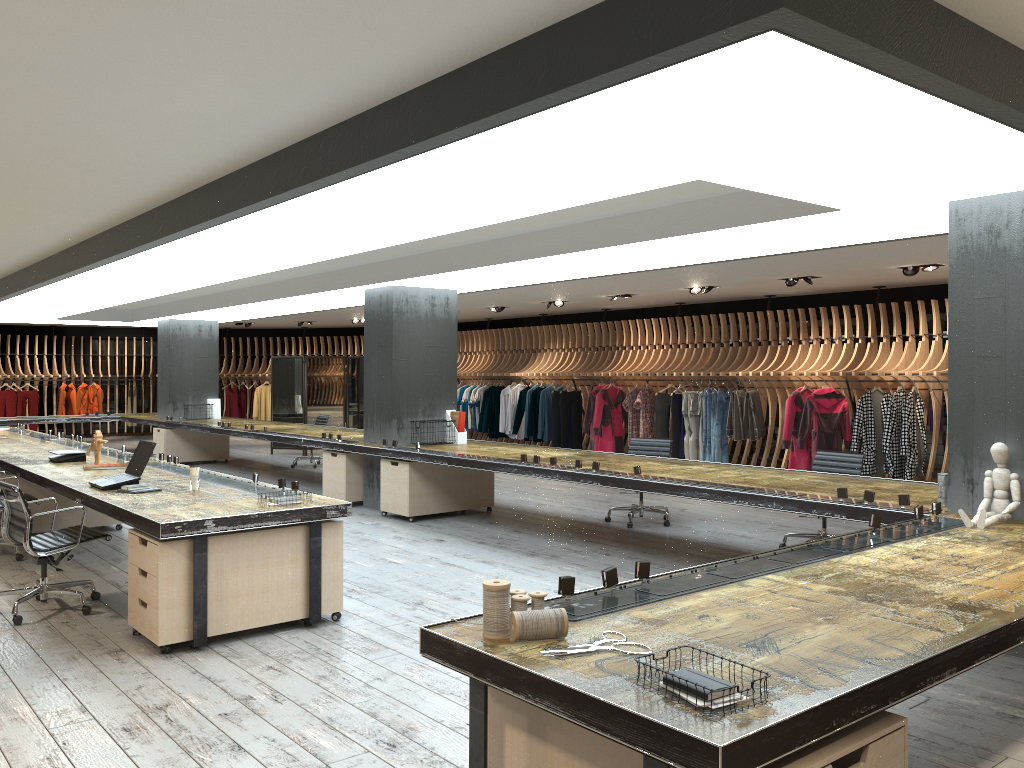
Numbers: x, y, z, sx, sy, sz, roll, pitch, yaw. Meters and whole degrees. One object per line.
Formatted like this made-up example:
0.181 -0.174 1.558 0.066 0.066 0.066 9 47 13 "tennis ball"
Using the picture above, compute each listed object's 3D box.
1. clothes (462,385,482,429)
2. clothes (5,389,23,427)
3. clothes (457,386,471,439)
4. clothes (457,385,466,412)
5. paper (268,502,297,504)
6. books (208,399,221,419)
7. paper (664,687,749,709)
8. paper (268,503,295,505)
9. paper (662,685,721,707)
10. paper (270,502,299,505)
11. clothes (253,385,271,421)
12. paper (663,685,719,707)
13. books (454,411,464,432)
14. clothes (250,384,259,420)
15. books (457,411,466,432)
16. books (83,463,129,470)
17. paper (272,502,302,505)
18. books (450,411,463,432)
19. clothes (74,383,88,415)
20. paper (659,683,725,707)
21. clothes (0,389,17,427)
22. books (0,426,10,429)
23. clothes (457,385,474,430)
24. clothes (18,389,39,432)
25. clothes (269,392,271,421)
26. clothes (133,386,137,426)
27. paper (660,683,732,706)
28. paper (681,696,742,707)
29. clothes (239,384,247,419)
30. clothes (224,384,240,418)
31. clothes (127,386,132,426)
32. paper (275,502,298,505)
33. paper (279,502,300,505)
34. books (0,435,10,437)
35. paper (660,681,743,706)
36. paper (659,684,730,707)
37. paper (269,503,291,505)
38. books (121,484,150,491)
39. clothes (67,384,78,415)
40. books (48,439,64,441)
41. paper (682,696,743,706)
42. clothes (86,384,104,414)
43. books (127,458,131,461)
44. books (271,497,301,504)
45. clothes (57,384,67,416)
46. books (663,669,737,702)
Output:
-0.723 0.399 18.674 0.743 0.931 0.158 0 0 -35 "clothes"
-11.552 0.604 20.558 0.551 1.338 0.093 0 0 21 "clothes"
-1.102 0.654 19.127 0.204 1.434 0.677 0 0 35 "clothes"
-0.875 0.395 18.861 0.743 0.931 0.158 0 0 -15 "clothes"
-1.403 0.698 5.500 0.176 0.004 0.130 0 1 -33 "paper"
-5.383 0.339 16.069 0.215 0.368 0.073 0 0 -39 "books"
0.489 0.764 2.213 0.130 0.003 0.176 0 1 -31 "paper"
-1.411 0.702 5.488 0.176 0.003 0.130 -1 1 -41 "paper"
0.479 0.762 2.222 0.130 0.004 0.176 0 1 -25 "paper"
-1.403 0.699 5.500 0.176 0.004 0.130 0 1 -32 "paper"
-6.172 0.384 22.389 0.777 1.053 0.151 0 0 -39 "clothes"
0.479 0.761 2.222 0.130 0.004 0.176 0 1 -24 "paper"
-0.632 0.451 10.269 0.048 0.368 0.215 0 0 -39 "books"
-6.481 0.423 22.417 0.127 1.129 0.444 0 0 13 "clothes"
-0.615 0.451 10.282 0.048 0.368 0.215 0 0 -39 "books"
-3.473 0.648 7.621 0.366 0.026 0.213 0 1 -29 "books"
-1.403 0.701 5.500 0.176 0.004 0.130 0 1 -30 "paper"
-0.649 0.451 10.255 0.048 0.368 0.215 0 0 -39 "books"
-10.391 0.246 21.453 0.201 0.881 0.839 0 0 -9 "clothes"
0.479 0.762 2.222 0.130 0.004 0.176 0 1 -25 "paper"
-11.671 0.606 20.442 0.551 1.338 0.093 0 0 6 "clothes"
-7.620 0.531 13.294 0.155 0.025 0.110 -1 1 -44 "books"
-0.857 0.412 18.750 0.738 0.971 0.167 0 0 -31 "clothes"
-11.338 0.602 20.752 0.551 1.338 0.093 0 0 1 "clothes"
-5.953 0.385 22.366 0.151 1.053 0.777 0 0 1 "clothes"
-9.349 0.368 21.992 0.096 0.988 0.465 0 0 -22 "clothes"
0.479 0.761 2.222 0.130 0.004 0.176 0 1 -24 "paper"
0.479 0.763 2.222 0.130 0.004 0.176 0 1 -20 "paper"
-6.822 0.422 22.436 0.444 1.129 0.127 0 0 43 "clothes"
-7.070 0.420 22.453 0.444 1.129 0.127 0 0 -42 "clothes"
-9.457 0.368 21.938 0.096 0.988 0.465 0 0 -27 "clothes"
-1.403 0.698 5.500 0.176 0.004 0.130 0 1 -34 "paper"
-1.403 0.700 5.500 0.176 0.004 0.130 0 1 -35 "paper"
-6.559 0.574 11.319 0.213 0.026 0.366 -1 1 -39 "books"
0.479 0.760 2.222 0.130 0.004 0.176 0 1 -23 "paper"
0.479 0.762 2.222 0.130 0.004 0.176 0 1 -27 "paper"
-1.403 0.700 5.500 0.176 0.004 0.130 0 1 -37 "paper"
-2.599 0.663 6.105 0.112 0.027 0.186 1 1 36 "books"
-10.594 0.247 21.378 0.201 0.881 0.839 0 0 -34 "clothes"
-5.481 0.583 10.678 0.155 0.025 0.110 -1 1 -44 "books"
0.479 0.761 2.222 0.130 0.004 0.176 0 1 -22 "paper"
-10.172 0.245 21.566 0.839 0.881 0.201 0 0 31 "clothes"
-3.450 0.633 8.180 0.155 0.025 0.110 -1 1 -44 "books"
-1.396 0.686 5.501 0.155 0.025 0.110 -1 1 -44 "books"
-10.753 0.249 21.205 0.201 0.881 0.839 0 0 -24 "clothes"
0.479 0.748 2.229 0.110 0.025 0.155 0 1 -34 "books"
